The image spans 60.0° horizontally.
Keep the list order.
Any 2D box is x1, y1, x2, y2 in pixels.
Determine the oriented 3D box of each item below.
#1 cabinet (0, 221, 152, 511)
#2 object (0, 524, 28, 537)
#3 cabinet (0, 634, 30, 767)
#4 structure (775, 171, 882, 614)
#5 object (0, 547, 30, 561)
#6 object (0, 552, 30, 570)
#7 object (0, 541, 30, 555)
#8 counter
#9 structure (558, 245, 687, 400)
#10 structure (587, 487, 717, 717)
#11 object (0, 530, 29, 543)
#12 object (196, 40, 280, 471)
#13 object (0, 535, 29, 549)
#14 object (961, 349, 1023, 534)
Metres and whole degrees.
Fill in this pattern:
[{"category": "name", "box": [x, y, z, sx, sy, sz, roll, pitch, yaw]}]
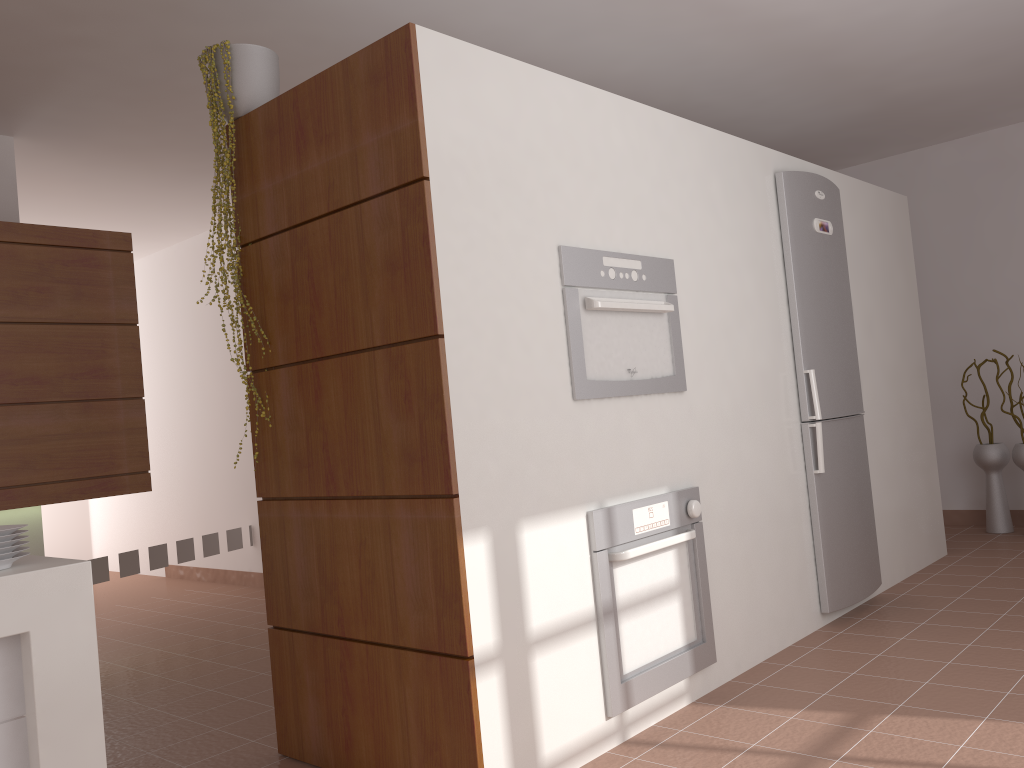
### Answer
[{"category": "cabinet", "box": [-3.571, 0.017, 2.602, 0.754, 1.200, 4.718, -7, -3, 42]}, {"category": "object", "box": [-0.993, 0.274, 1.553, 0.228, 0.020, 0.228, -6, -2, 24]}, {"category": "cabinet", "box": [-1.767, 0.842, 0.996, 0.737, 0.700, 2.048, -7, -3, 42]}, {"category": "structure", "box": [1.411, 0.008, 3.880, 0.089, 1.862, 0.604, -7, -3, 42]}, {"category": "object", "box": [-0.989, 0.315, 1.552, 0.228, 0.020, 0.228, -6, -2, 24]}, {"category": "object", "box": [-0.988, 0.325, 1.551, 0.228, 0.020, 0.228, -6, -2, 24]}, {"category": "object", "box": [-0.990, 0.305, 1.552, 0.228, 0.020, 0.228, -6, -2, 24]}, {"category": "counter", "box": [-1.737, 0.790, 1.043, 0.821, 0.800, 2.156, -7, -3, 42]}, {"category": "structure", "box": [0.383, -0.192, 2.800, 0.056, 0.454, 0.614, -7, -3, 42]}, {"category": "structure", "box": [0.461, 0.652, 2.774, 0.058, 0.592, 0.596, -7, -3, 42]}, {"category": "object", "box": [-0.992, 0.285, 1.553, 0.228, 0.020, 0.228, -6, -2, 24]}, {"category": "object", "box": [-0.841, -0.398, 2.839, 0.297, 1.344, 0.279, -5, -2, 2]}, {"category": "object", "box": [-0.991, 0.295, 1.552, 0.228, 0.020, 0.228, -6, -2, 24]}, {"category": "object", "box": [3.014, 0.336, 5.231, 0.284, 1.112, 0.655, -4, -2, -29]}]
